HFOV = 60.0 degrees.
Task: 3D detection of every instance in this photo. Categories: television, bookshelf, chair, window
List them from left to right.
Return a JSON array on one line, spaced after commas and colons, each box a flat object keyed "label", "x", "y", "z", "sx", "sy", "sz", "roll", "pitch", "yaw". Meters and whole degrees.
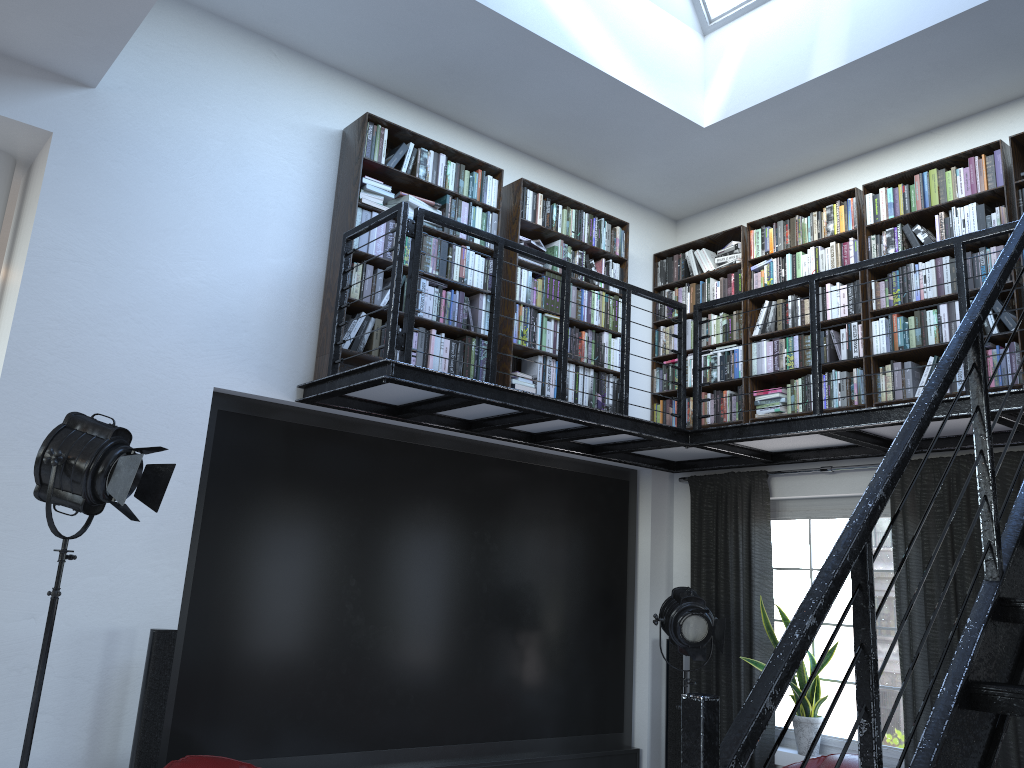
[{"label": "chair", "x": -1.087, "y": 1.973, "z": 3.679, "sx": 0.829, "sy": 0.718, "sz": 0.824, "roll": -5, "pitch": -16, "yaw": 30}, {"label": "television", "x": -0.399, "y": 1.520, "z": 5.402, "sx": 3.337, "sy": 2.450, "sz": 0.116, "roll": 14, "pitch": -18, "yaw": -37}, {"label": "chair", "x": 1.596, "y": 2.406, "z": 4.849, "sx": 0.830, "sy": 0.718, "sz": 0.823, "roll": 0, "pitch": -14, "yaw": 13}, {"label": "bookshelf", "x": 1.528, "y": -0.796, "z": 4.443, "sx": 3.074, "sy": 1.632, "sz": 4.454, "roll": 14, "pitch": -17, "yaw": -37}, {"label": "window", "x": 2.070, "y": 1.537, "z": 5.696, "sx": 0.132, "sy": 1.621, "sz": 1.161, "roll": 15, "pitch": -18, "yaw": -37}]

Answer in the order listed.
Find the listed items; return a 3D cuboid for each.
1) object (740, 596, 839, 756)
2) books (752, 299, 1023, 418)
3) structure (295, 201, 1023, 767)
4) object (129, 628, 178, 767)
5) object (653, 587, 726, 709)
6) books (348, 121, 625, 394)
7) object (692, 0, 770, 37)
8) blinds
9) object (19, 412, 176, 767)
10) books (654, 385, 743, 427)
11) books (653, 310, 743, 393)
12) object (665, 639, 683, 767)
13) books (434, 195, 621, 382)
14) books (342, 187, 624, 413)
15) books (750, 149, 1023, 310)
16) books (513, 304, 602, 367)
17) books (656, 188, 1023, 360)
[{"label": "object", "x": 1.689, "y": 1.843, "z": 5.655, "sx": 0.524, "sy": 0.949, "sz": 0.549, "roll": 11, "pitch": -16, "yaw": -27}, {"label": "books", "x": 2.823, "y": -0.515, "z": 4.973, "sx": 0.239, "sy": 1.133, "sz": 3.376, "roll": 15, "pitch": -18, "yaw": -37}, {"label": "structure", "x": 0.839, "y": 0.683, "z": 3.553, "sx": 4.594, "sy": 3.386, "sz": 4.467, "roll": 14, "pitch": -17, "yaw": -37}, {"label": "object", "x": -1.673, "y": 1.736, "z": 3.967, "sx": 0.157, "sy": 1.233, "sz": 0.156, "roll": -6, "pitch": -18, "yaw": 31}, {"label": "object", "x": 2.006, "y": 1.982, "z": 4.871, "sx": 2.899, "sy": 1.593, "sz": 0.748, "roll": -6, "pitch": -17, "yaw": 34}, {"label": "books", "x": -0.121, "y": -0.666, "z": 5.784, "sx": 2.196, "sy": 1.436, "sz": 0.313, "roll": 14, "pitch": -18, "yaw": -37}, {"label": "object", "x": 1.605, "y": -2.949, "z": 4.987, "sx": 1.180, "sy": 0.639, "sz": 2.211, "roll": 14, "pitch": -17, "yaw": -37}, {"label": "blinds", "x": 2.027, "y": 1.664, "z": 5.356, "sx": 0.125, "sy": 2.408, "sz": 2.496, "roll": 15, "pitch": -18, "yaw": -37}, {"label": "object", "x": -1.714, "y": 0.893, "z": 3.475, "sx": 0.545, "sy": 1.594, "sz": 0.605, "roll": 2, "pitch": -15, "yaw": 5}, {"label": "books", "x": 2.199, "y": -0.705, "z": 5.009, "sx": 1.279, "sy": 1.442, "sz": 4.413, "roll": 14, "pitch": -17, "yaw": -36}, {"label": "books", "x": 2.586, "y": -0.613, "z": 5.287, "sx": 0.226, "sy": 1.425, "sz": 4.415, "roll": 15, "pitch": -18, "yaw": -37}, {"label": "object", "x": 1.102, "y": 2.402, "z": 6.116, "sx": 0.157, "sy": 1.233, "sz": 0.156, "roll": 10, "pitch": -16, "yaw": -22}, {"label": "books", "x": 1.440, "y": -0.753, "z": 4.367, "sx": 1.591, "sy": 1.150, "sz": 4.316, "roll": 14, "pitch": -17, "yaw": -38}, {"label": "books", "x": 1.220, "y": -0.940, "z": 4.212, "sx": 2.194, "sy": 1.422, "sz": 4.357, "roll": 14, "pitch": -17, "yaw": -38}, {"label": "books", "x": 2.606, "y": -0.889, "z": 5.370, "sx": 0.212, "sy": 0.835, "sz": 2.624, "roll": 15, "pitch": -18, "yaw": -37}, {"label": "books", "x": 1.647, "y": -0.842, "z": 4.522, "sx": 1.164, "sy": 1.418, "sz": 4.363, "roll": 15, "pitch": -17, "yaw": -37}, {"label": "books", "x": 2.582, "y": -0.602, "z": 5.282, "sx": 0.241, "sy": 1.409, "sz": 4.420, "roll": 15, "pitch": -17, "yaw": -37}]
